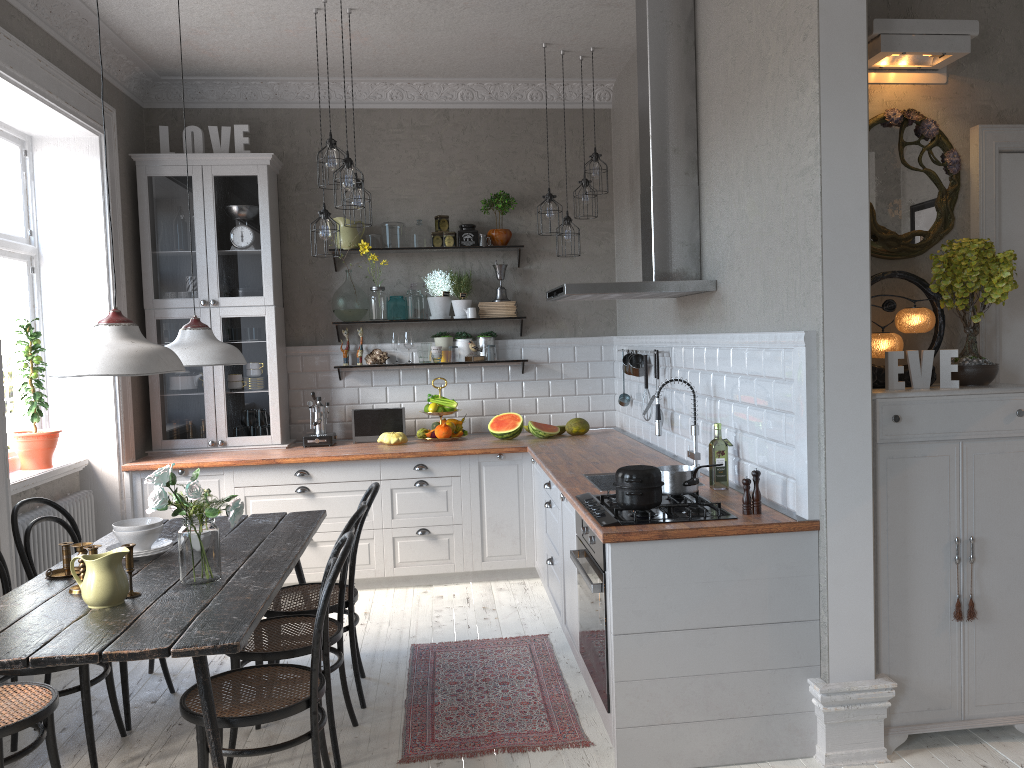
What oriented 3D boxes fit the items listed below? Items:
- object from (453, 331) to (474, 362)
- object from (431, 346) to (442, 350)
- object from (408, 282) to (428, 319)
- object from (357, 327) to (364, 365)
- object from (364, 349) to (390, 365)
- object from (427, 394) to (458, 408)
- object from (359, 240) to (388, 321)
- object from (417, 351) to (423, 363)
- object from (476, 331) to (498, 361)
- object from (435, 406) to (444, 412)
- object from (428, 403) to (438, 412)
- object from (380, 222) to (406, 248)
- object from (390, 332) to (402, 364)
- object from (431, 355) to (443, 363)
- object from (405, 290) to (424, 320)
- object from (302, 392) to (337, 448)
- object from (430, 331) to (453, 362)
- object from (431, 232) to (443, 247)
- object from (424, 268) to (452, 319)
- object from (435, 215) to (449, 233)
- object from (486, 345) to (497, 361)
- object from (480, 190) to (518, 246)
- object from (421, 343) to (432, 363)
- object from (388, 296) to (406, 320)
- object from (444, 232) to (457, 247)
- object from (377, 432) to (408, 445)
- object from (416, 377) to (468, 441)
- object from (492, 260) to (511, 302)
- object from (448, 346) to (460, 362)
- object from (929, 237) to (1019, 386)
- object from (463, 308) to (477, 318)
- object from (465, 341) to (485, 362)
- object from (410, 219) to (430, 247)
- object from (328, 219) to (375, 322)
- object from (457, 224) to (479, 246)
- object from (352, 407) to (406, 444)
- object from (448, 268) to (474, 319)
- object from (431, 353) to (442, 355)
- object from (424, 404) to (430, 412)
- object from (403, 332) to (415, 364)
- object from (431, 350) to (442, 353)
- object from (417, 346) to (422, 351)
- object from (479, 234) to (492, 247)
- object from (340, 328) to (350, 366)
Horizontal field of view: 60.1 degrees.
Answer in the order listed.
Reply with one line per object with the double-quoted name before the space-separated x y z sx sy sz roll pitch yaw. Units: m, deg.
"object" -0.337 -0.265 6.225 0.171 0.214 0.149 -1 3 24
"object" -0.516 -0.232 6.069 0.078 0.051 0.076 -3 3 -20
"object" -0.658 -0.577 6.217 0.131 0.264 0.131 -2 3 -1
"object" -1.040 -0.259 6.090 0.052 0.264 0.062 0 3 30
"object" -0.932 -0.187 6.082 0.180 0.111 0.094 -3 3 -29
"object" -0.468 0.112 5.962 0.211 0.101 0.067 -2 3 0
"object" -0.933 -0.696 5.971 0.193 0.540 0.278 -3 3 -14
"object" -0.623 -0.190 6.176 0.077 0.083 0.078 -1 3 12
"object" -0.173 -0.270 6.253 0.160 0.213 0.152 -2 3 -8
"object" -0.485 0.179 5.934 0.064 0.061 0.066 -2 3 -6
"object" -0.526 0.159 5.913 0.059 0.069 0.079 -1 3 14
"object" -0.813 -1.009 6.067 0.169 0.184 0.175 0 4 33
"object" -0.802 -0.249 6.136 0.083 0.217 0.080 -3 3 -20
"object" -0.514 -0.172 6.072 0.078 0.051 0.076 -3 3 -13
"object" -0.668 -0.540 6.067 0.123 0.206 0.126 -1 3 17
"object" -1.280 0.225 5.840 0.207 0.370 0.351 -2 3 -5
"object" -0.492 -0.263 6.197 0.159 0.217 0.153 -3 3 -26
"object" -0.512 -0.985 6.099 0.083 0.113 0.082 -2 3 -6
"object" -0.491 -0.627 6.175 0.243 0.354 0.236 -1 3 12
"object" -0.481 -1.097 6.085 0.084 0.113 0.081 -3 3 -26
"object" -0.143 -0.216 6.145 0.078 0.108 0.077 -3 3 -12
"object" -0.075 -1.144 6.146 0.258 0.397 0.244 -1 3 19
"object" -0.587 -0.215 6.104 0.080 0.139 0.077 -4 4 -33
"object" -0.798 -0.523 6.141 0.126 0.172 0.126 -2 3 -2
"object" -0.425 -0.988 6.106 0.082 0.113 0.083 -2 3 4
"object" -0.781 0.355 5.793 0.198 0.083 0.188 -2 3 -6
"object" -0.483 0.167 5.989 0.357 0.425 0.347 -3 3 -21
"object" -0.079 -0.716 6.195 0.132 0.287 0.129 -3 3 -21
"object" -0.405 -0.208 6.139 0.078 0.108 0.077 -3 3 -12
"object" 1.734 -0.272 3.324 0.292 0.553 0.346 0 3 28
"object" -0.278 -0.488 6.093 0.104 0.071 0.063 -1 3 24
"object" -0.254 -0.230 6.149 0.121 0.147 0.098 -4 4 -38
"object" -0.643 -1.038 6.182 0.137 0.220 0.143 1 4 44
"object" -1.113 -0.760 5.990 0.341 0.674 0.331 -4 4 -37
"object" -0.307 -1.026 6.169 0.143 0.174 0.141 -2 3 -6
"object" -0.897 0.278 5.978 0.353 0.226 0.087 -2 3 -7
"object" -0.355 -0.642 6.139 0.166 0.380 0.188 1 4 45
"object" -0.515 -0.189 6.071 0.078 0.051 0.076 -3 3 -13
"object" -0.546 0.172 5.986 0.097 0.078 0.100 -3 3 -19
"object" -0.705 -0.248 6.054 0.083 0.217 0.080 -3 3 -20
"object" -0.515 -0.206 6.070 0.076 0.051 0.078 -1 3 13
"object" -0.624 -0.223 6.174 0.077 0.083 0.078 -1 3 12
"object" -0.187 -0.986 6.088 0.094 0.096 0.074 -2 3 -6
"object" -1.146 -0.256 6.093 0.054 0.264 0.060 -4 4 -35
